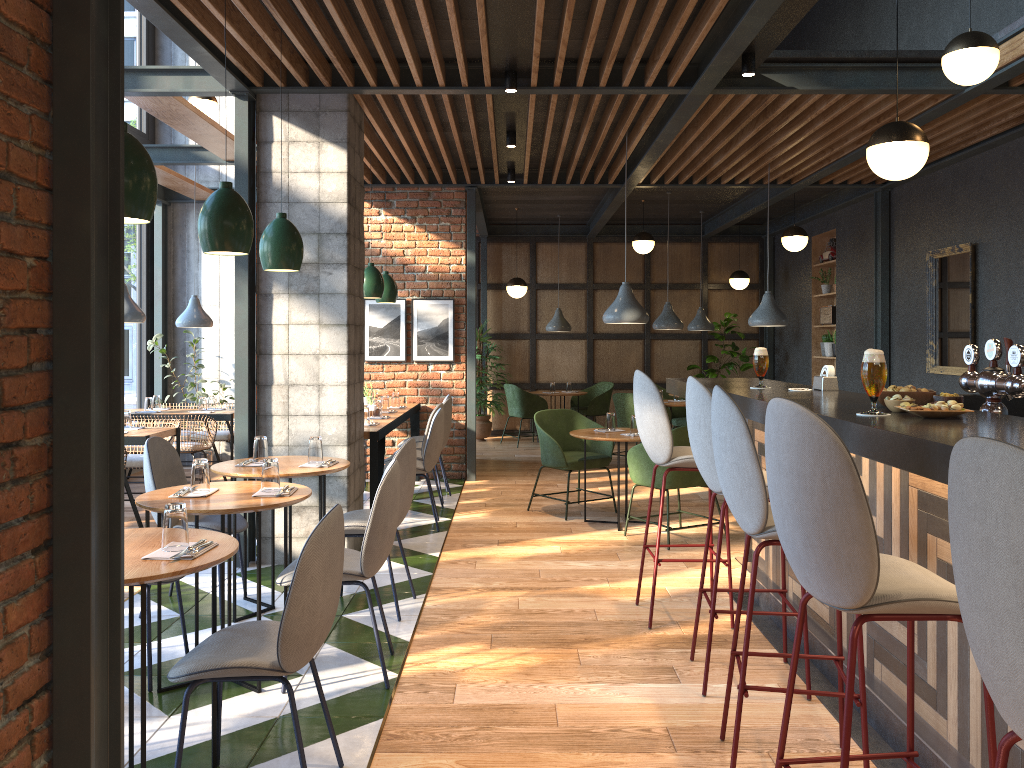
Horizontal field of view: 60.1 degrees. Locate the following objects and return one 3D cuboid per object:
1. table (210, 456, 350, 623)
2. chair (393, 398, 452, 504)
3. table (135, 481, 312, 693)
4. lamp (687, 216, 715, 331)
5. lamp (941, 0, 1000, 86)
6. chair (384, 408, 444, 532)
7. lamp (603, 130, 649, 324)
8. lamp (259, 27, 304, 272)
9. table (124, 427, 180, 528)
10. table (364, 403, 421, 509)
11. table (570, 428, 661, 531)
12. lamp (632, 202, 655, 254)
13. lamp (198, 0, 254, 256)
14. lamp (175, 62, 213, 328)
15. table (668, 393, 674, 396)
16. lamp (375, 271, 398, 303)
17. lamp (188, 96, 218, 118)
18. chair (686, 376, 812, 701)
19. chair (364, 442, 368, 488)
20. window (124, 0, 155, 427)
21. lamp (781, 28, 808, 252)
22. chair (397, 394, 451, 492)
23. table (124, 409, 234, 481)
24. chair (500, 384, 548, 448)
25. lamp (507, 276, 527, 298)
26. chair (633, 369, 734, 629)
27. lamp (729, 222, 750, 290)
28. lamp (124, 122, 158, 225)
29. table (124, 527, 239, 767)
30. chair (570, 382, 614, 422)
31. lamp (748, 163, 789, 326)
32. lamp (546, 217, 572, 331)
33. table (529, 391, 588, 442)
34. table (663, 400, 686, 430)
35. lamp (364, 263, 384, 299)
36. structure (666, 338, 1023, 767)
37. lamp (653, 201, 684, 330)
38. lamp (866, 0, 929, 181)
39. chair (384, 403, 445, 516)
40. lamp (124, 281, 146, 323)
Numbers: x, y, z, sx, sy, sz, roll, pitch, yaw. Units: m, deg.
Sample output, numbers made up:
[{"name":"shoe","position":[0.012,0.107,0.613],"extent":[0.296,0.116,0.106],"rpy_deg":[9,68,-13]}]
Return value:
[{"name":"table","position":[-1.194,0.790,4.591],"extent":[0.699,0.747,0.700],"rpy_deg":[0,1,10]},{"name":"chair","position":[-0.781,0.567,7.753],"extent":[0.507,0.887,0.418],"rpy_deg":[0,1,7]},{"name":"table","position":[-1.194,0.833,3.700],"extent":[0.699,0.747,0.699],"rpy_deg":[1,2,42]},{"name":"lamp","position":[2.495,-2.945,11.690],"extent":[0.353,4.490,0.353],"rpy_deg":[0,0,35]},{"name":"lamp","position":[2.369,-3.444,4.579],"extent":[0.268,3.794,0.268],"rpy_deg":[0,0,6]},{"name":"chair","position":[-0.761,0.623,6.606],"extent":[0.507,0.887,0.418],"rpy_deg":[0,1,-4]},{"name":"lamp","position":[0.868,-2.708,6.759],"extent":[0.353,4.490,0.353],"rpy_deg":[0,0,35]},{"name":"lamp","position":[-1.194,-1.597,4.590],"extent":[0.224,2.022,0.224],"rpy_deg":[0,0,3]},{"name":"table","position":[-3.255,0.710,6.671],"extent":[1.271,0.706,0.658],"rpy_deg":[0,1,0]},{"name":"table","position":[-1.241,0.642,7.462],"extent":[0.658,0.765,2.775],"rpy_deg":[0,3,0]},{"name":"table","position":[0.843,0.716,6.750],"extent":[0.807,0.687,0.808],"rpy_deg":[1,2,30]},{"name":"lamp","position":[1.597,-3.476,10.768],"extent":[0.268,3.794,0.268],"rpy_deg":[0,0,-21]},{"name":"lamp","position":[-1.194,-1.554,3.699],"extent":[0.224,2.022,0.224],"rpy_deg":[0,0,3]},{"name":"lamp","position":[-3.121,-2.802,8.711],"extent":[0.353,4.490,0.353],"rpy_deg":[0,0,35]},{"name":"table","position":[2.474,0.477,11.689],"extent":[0.807,0.687,0.808],"rpy_deg":[0,2,0]},{"name":"lamp","position":[-1.194,-1.781,8.395],"extent":[0.224,2.022,0.224],"rpy_deg":[0,0,3]},{"name":"lamp","position":[-2.897,-4.380,8.300],"extent":[0.268,3.794,0.268],"rpy_deg":[0,0,21]},{"name":"chair","position":[0.971,0.588,3.633],"extent":[0.507,1.243,0.418],"rpy_deg":[0,0,6]},{"name":"chair","position":[-1.599,0.545,8.208],"extent":[0.507,0.887,0.418],"rpy_deg":[0,1,6]},{"name":"window","position":[-4.032,-2.081,5.502],"extent":[0.127,5.597,8.728],"rpy_deg":[0,2,0]},{"name":"lamp","position":[2.977,-3.289,9.327],"extent":[0.268,3.794,0.268],"rpy_deg":[0,0,-28]},{"name":"chair","position":[-0.821,0.541,8.300],"extent":[0.507,0.887,0.418],"rpy_deg":[0,1,-4]},{"name":"table","position":[-3.255,0.617,8.593],"extent":[1.271,0.706,0.658],"rpy_deg":[0,1,0]},{"name":"chair","position":[0.185,0.404,11.847],"extent":[0.515,0.818,0.639],"rpy_deg":[0,1,-25]},{"name":"lamp","position":[0.063,-3.002,11.428],"extent":[0.268,3.794,0.268],"rpy_deg":[0,0,43]},{"name":"chair","position":[0.867,0.548,4.461],"extent":[0.507,1.243,0.418],"rpy_deg":[0,0,0]},{"name":"lamp","position":[3.120,-3.187,12.152],"extent":[0.268,3.794,0.268],"rpy_deg":[0,0,43]},{"name":"lamp","position":[-1.194,-1.506,2.686],"extent":[0.224,2.022,0.224],"rpy_deg":[0,0,3]},{"name":"table","position":[-1.194,0.882,2.686],"extent":[0.699,0.747,0.699],"rpy_deg":[-1,2,-44]},{"name":"chair","position":[1.110,0.382,12.302],"extent":[0.515,0.818,0.639],"rpy_deg":[0,1,-25]},{"name":"lamp","position":[2.310,-2.767,7.987],"extent":[0.353,4.490,0.353],"rpy_deg":[0,0,35]},{"name":"lamp","position":[0.634,-2.963,12.048],"extent":[0.353,4.490,0.353],"rpy_deg":[0,0,35]},{"name":"table","position":[0.626,0.459,12.068],"extent":[0.807,0.687,0.808],"rpy_deg":[1,2,40]},{"name":"table","position":[1.802,0.550,10.183],"extent":[0.807,0.687,0.808],"rpy_deg":[1,2,42]},{"name":"lamp","position":[-1.194,-1.738,7.504],"extent":[0.224,2.022,0.224],"rpy_deg":[0,0,3]},{"name":"structure","position":[2.320,0.566,2.517],"extent":[2.916,1.396,4.924],"rpy_deg":[0,3,0]},{"name":"lamp","position":[1.793,-2.872,10.176],"extent":[0.353,4.490,0.353],"rpy_deg":[0,0,35]},{"name":"lamp","position":[1.779,-2.837,4.090],"extent":[0.268,3.794,0.268],"rpy_deg":[0,0,2]},{"name":"chair","position":[-0.803,0.595,7.180],"extent":[0.507,0.887,0.418],"rpy_deg":[0,1,6]},{"name":"lamp","position":[-2.912,-2.700,6.591],"extent":[0.353,4.490,0.353],"rpy_deg":[0,0,-38]}]
